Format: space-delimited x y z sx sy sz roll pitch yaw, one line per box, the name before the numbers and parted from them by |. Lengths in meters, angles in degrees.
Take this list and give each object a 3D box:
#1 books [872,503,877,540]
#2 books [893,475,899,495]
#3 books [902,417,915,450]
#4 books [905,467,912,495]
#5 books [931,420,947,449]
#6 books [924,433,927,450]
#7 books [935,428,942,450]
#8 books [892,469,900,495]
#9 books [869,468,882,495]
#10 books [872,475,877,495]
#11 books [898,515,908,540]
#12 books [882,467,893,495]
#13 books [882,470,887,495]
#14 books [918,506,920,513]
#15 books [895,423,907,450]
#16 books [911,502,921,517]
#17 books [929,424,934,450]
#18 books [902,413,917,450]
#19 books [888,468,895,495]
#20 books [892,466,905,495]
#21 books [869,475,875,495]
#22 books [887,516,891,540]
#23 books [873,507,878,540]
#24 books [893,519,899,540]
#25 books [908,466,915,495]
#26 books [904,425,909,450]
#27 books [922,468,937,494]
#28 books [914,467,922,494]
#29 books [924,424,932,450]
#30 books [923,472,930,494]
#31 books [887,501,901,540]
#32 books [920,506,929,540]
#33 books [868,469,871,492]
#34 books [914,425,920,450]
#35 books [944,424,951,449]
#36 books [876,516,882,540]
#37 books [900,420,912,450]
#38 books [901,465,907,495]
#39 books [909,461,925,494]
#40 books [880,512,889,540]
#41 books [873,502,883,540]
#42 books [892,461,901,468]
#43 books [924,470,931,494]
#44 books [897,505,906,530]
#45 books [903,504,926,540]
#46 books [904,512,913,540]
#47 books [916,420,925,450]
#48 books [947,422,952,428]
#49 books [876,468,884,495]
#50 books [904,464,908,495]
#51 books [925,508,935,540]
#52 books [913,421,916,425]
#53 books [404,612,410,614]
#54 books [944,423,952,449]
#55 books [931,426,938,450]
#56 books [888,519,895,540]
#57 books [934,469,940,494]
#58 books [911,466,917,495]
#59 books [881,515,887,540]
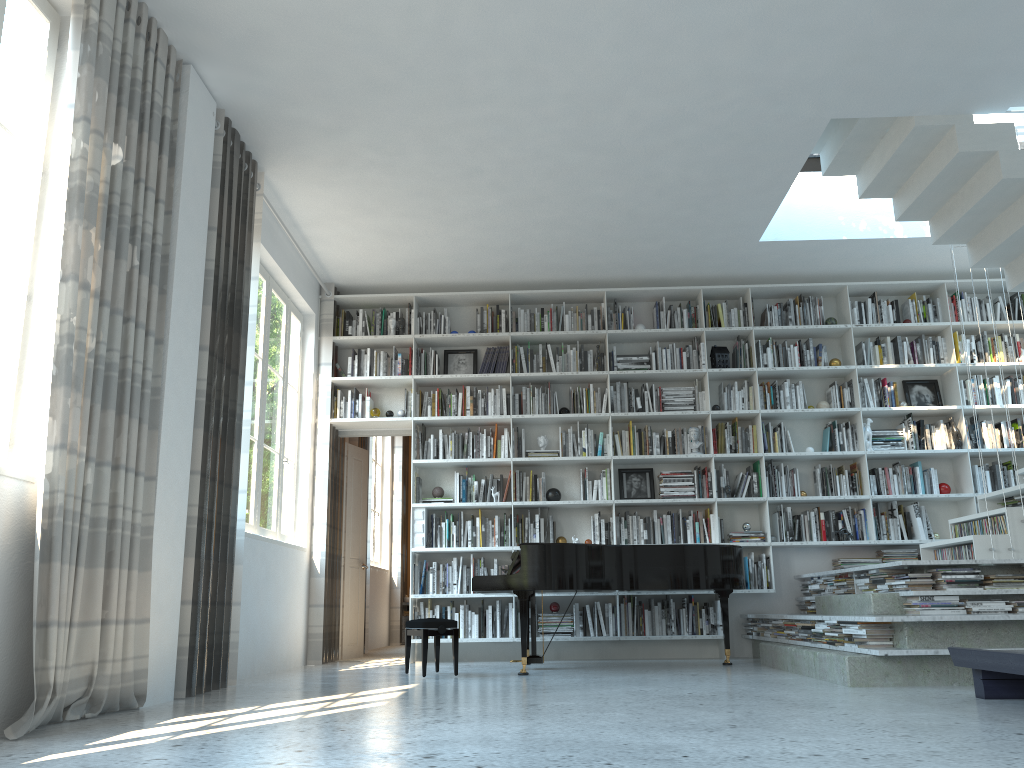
books | 3.002 1.155 7.420 0.014 0.336 0.132 -1 -14 2
books | 3.202 0.867 7.468 0.027 0.181 0.186 -1 -14 2
books | 3.379 0.449 7.558 0.011 0.299 0.184 -1 -14 2
books | 3.315 0.837 7.486 0.026 0.246 0.166 -1 -14 2
books | 3.634 0.458 7.550 0.021 0.270 0.192 -1 -14 2
books | 3.503 0.466 7.589 0.010 0.277 0.129 -1 -14 2
books | 3.612 0.493 7.568 0.025 0.212 0.156 -1 -14 2
books | 3.221 0.846 7.482 0.012 0.229 0.179 -1 -14 2
books | 3.060 0.841 7.482 0.047 0.243 0.177 -1 -14 2
books | 3.034 0.872 7.479 0.022 0.183 0.163 -1 -14 2
books | 3.227 1.206 7.393 0.052 0.216 0.185 -1 -14 2
books | 3.139 0.837 7.474 0.045 0.245 0.186 -1 -14 2
books | 3.113 0.850 7.477 0.011 0.222 0.163 -1 -14 2
books | 3.379 1.173 7.409 0.012 0.284 0.160 -1 -14 2
books | 3.325 0.476 7.570 0.012 0.253 0.161 -1 -14 2
books | 3.391 1.155 7.419 0.012 0.325 0.136 -1 -14 2
books | 3.556 0.478 7.582 0.031 0.249 0.133 -1 -14 2
books | 3.389 0.429 7.562 0.010 0.338 0.180 -1 -14 2
books | 3.175 0.843 7.487 0.026 0.238 0.177 -1 -14 2
books | 3.240 0.828 7.462 0.028 0.254 0.192 -1 -14 2
books | 3.012 0.871 7.482 0.023 0.186 0.160 -1 -14 2
books | 3.121 1.215 7.404 0.025 0.209 0.137 -1 -14 2
books | 3.017 1.180 7.416 0.015 0.286 0.138 -1 -14 2
books | 3.176 1.224 7.394 0.024 0.184 0.149 -1 -14 2
books | 3.335 0.830 7.467 0.014 0.248 0.177 -1 -14 2
books | 3.343 0.484 7.586 0.023 0.246 0.138 -1 -14 2
books | 3.518 0.837 7.474 0.025 0.235 0.181 -1 -14 2
books | 3.391 0.832 7.465 0.023 0.243 0.190 -1 -14 2
books | 3.524 0.478 7.564 0.031 0.241 0.147 -1 -14 2
books | 3.454 0.853 7.465 0.030 0.200 0.190 -1 -14 2
books | 3.194 1.151 7.408 0.014 0.332 0.169 -1 -14 2
books | 3.409 1.167 7.392 0.025 0.286 0.160 -1 -14 2
books | 2.994 0.842 7.501 0.012 0.253 0.161 -1 -14 2
books | 3.410 0.481 7.557 0.030 0.236 0.179 -1 -14 2
books | 3.665 0.473 7.548 0.041 0.238 0.177 -1 -14 2
books | 3.042 1.217 7.418 0.033 0.213 0.140 -1 -14 2
books | 3.369 0.463 7.582 0.012 0.284 0.160 -1 -14 2
books | 3.273 0.825 7.467 0.012 0.261 0.187 -1 -14 2
books | 3.415 0.810 7.474 0.026 0.289 0.181 -1 -14 2
books | 3.100 1.196 7.398 0.015 0.243 0.157 -1 -14 2
books | 3.064 1.162 7.430 0.013 0.326 0.131 -1 -14 2
books | 3.261 0.811 7.488 0.013 0.298 0.148 -1 -14 2
books | 3.488 0.848 7.482 0.037 0.218 0.140 -1 -14 2
books | 3.258 1.169 7.423 0.010 0.303 0.132 -1 -14 2
books | 3.330 1.159 7.361 0.075 0.290 0.255 -1 -14 2
books | 3.279 1.195 7.397 0.031 0.239 0.172 -1 -14 2
books | 3.468 0.458 7.565 0.059 0.281 0.167 -1 -14 2
books | 3.775 0.457 7.579 0.029 0.283 0.139 -1 -14 2
books | 3.096 0.842 7.492 0.024 0.246 0.143 -1 -14 2
books | 3.296 0.824 7.487 0.011 0.271 0.152 -1 -14 2
books | 3.453 1.175 7.399 0.062 0.273 0.148 -1 -14 2
books | 3.432 0.463 7.578 0.013 0.279 0.131 -1 -14 2
books | -1.423 2.959 11.473 0.189 0.022 0.134 10 -18 -36
books | 3.698 0.469 7.563 0.024 0.254 0.145 -1 -14 2
books | 3.585 0.484 7.578 0.028 0.234 0.129 -1 -14 2
books | 3.148 1.225 7.402 0.030 0.187 0.140 -1 -14 2
books | 3.544 0.842 7.473 0.027 0.222 0.170 -1 -14 2
books | 3.374 0.834 7.491 0.012 0.253 0.161 -1 -14 2
books | 3.082 1.213 7.405 0.023 0.213 0.164 -1 -14 2
